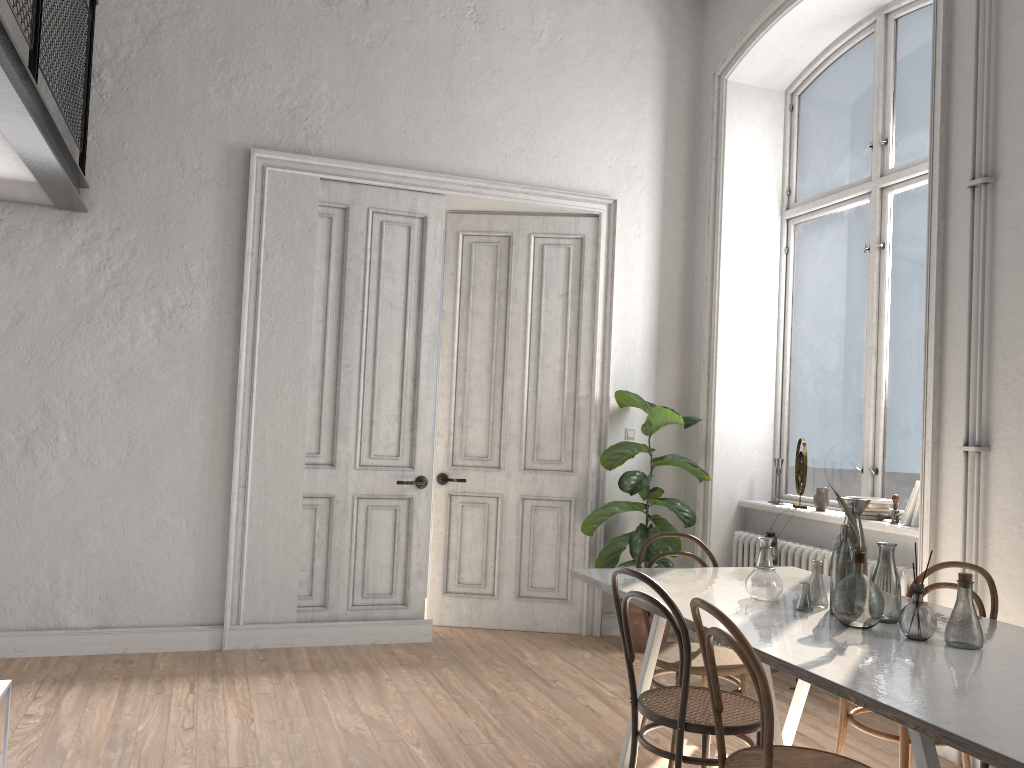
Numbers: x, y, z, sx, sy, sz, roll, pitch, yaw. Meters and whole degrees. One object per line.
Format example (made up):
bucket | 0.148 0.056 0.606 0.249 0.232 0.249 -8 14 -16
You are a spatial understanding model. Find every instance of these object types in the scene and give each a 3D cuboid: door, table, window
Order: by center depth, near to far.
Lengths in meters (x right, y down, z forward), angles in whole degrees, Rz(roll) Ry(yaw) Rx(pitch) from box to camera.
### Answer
table | -2.031 1.198 2.574 0.849 0.392 0.849 3 -3 -19
table | 1.103 1.159 2.828 1.100 0.779 2.200 3 -3 -19
window | 2.150 -0.707 5.183 0.013 2.842 1.623 3 -2 -19
door | -1.018 0.168 5.455 1.097 2.813 0.216 3 -2 -18
door | 0.025 0.240 5.990 1.097 2.813 0.216 2 -2 6

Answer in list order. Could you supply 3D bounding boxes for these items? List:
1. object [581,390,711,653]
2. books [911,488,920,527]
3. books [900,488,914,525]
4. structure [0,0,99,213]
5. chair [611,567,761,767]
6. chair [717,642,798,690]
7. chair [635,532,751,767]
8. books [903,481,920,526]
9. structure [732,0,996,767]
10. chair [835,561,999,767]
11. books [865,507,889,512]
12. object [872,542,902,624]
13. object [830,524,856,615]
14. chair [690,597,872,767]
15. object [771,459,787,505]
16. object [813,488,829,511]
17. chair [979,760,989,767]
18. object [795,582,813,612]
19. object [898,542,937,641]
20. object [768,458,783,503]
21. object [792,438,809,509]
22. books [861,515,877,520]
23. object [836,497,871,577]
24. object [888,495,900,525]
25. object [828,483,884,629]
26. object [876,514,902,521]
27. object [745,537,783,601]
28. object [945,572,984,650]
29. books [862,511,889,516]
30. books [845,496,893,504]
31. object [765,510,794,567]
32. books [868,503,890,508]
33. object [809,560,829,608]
object | 1.471 0.659 3.162 0.792 1.841 5.828 3 -3 -14
books | 2.124 0.629 4.527 0.155 0.203 0.072 3 -2 -19
books | 2.105 0.634 4.589 0.155 0.194 0.105 3 -2 -20
structure | -3.340 -1.771 1.503 4.158 1.212 5.928 3 -3 -19
chair | 0.596 1.075 2.986 0.549 0.920 0.438 4 -3 -23
chair | 1.336 1.394 4.847 0.364 0.522 0.360 0 -3 45
chair | 0.766 1.119 3.746 0.438 0.920 0.549 3 -2 -11
books | 2.115 0.613 4.551 0.174 0.235 0.100 3 -2 -19
structure | 2.340 -0.609 3.355 0.340 4.472 5.183 3 -3 -19
chair | 1.486 1.129 3.284 0.549 0.920 0.438 3 -2 -21
books | 1.969 0.687 4.917 0.147 0.023 0.221 3 -3 -3
object | 1.227 0.651 2.911 0.100 0.255 0.098 5 -3 -42
object | 1.123 0.626 2.996 0.086 0.301 0.086 4 -3 -33
chair | 0.753 1.055 2.421 0.549 0.920 0.438 3 -2 -8
object | 1.698 0.621 5.625 0.095 0.289 0.095 2 -2 4
object | 1.835 0.682 5.266 0.102 0.142 0.100 5 -3 -44
chair | 1.747 1.116 2.768 0.549 0.920 0.438 3 -2 -12
object | 1.002 0.727 3.035 0.058 0.094 0.058 2 -2 9
object | 1.224 0.625 2.671 0.107 0.283 0.107 4 -3 -24
object | 1.714 0.627 5.754 0.095 0.289 0.095 2 -2 13
object | 1.782 0.548 5.455 0.087 0.425 0.347 2 -2 14
books | 1.969 0.732 4.925 0.147 0.023 0.221 1 -3 30
object | 1.198 0.595 3.127 0.116 0.382 0.116 3 -2 -8
object | 2.010 0.656 4.649 0.048 0.153 0.088 1 -3 41
object | 1.099 0.544 2.808 0.157 0.446 0.157 3 -2 -1
object | 2.033 0.713 4.746 0.153 0.048 0.088 2 -3 21
object | 0.913 0.668 3.206 0.132 0.219 0.132 4 -3 -30
object | 1.326 0.662 2.599 0.101 0.211 0.101 2 -2 20
books | 1.969 0.709 4.919 0.155 0.022 0.205 3 -3 1
books | 1.986 0.641 4.901 0.174 0.019 0.244 3 -3 -9
object | 1.435 0.871 4.850 0.163 0.383 0.154 0 -3 45
books | 1.960 0.666 4.912 0.155 0.020 0.205 4 -3 -29
object | 1.073 0.703 3.125 0.083 0.158 0.083 4 -3 -23
